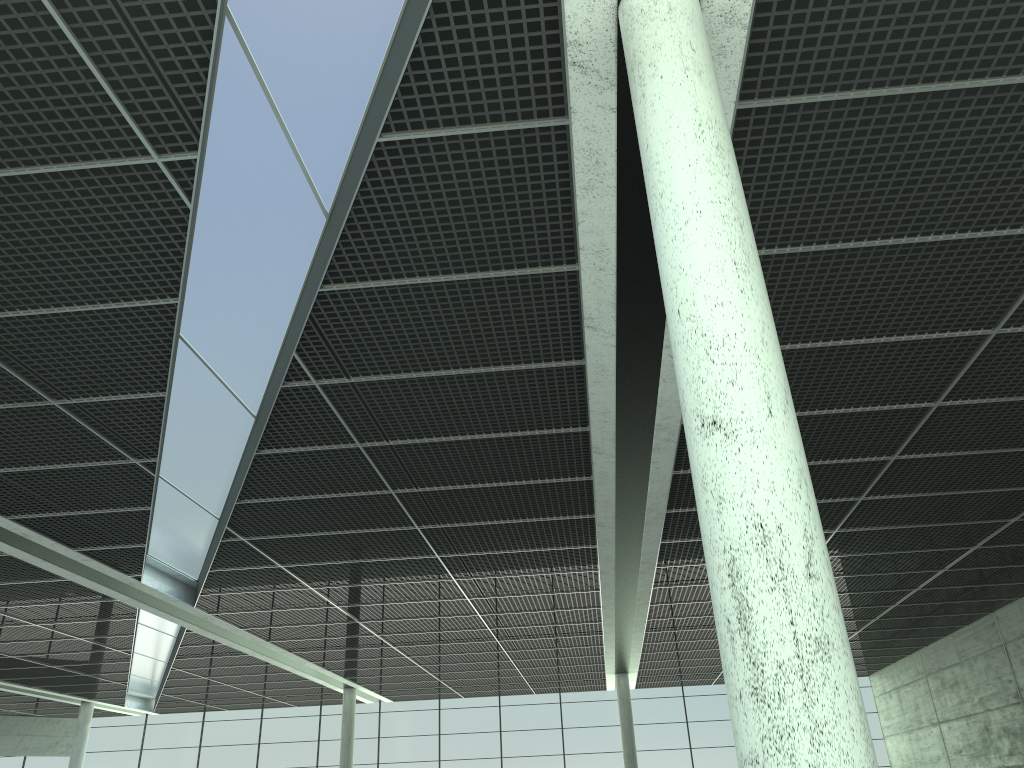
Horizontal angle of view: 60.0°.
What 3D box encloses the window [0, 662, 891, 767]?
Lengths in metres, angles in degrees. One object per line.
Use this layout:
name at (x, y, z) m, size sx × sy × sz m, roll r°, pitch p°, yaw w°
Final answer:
window at (-18.550, 19.172, 45.215) m, size 100.080 × 16.076 × 100.297 m, roll -5°, pitch -28°, yaw 4°
